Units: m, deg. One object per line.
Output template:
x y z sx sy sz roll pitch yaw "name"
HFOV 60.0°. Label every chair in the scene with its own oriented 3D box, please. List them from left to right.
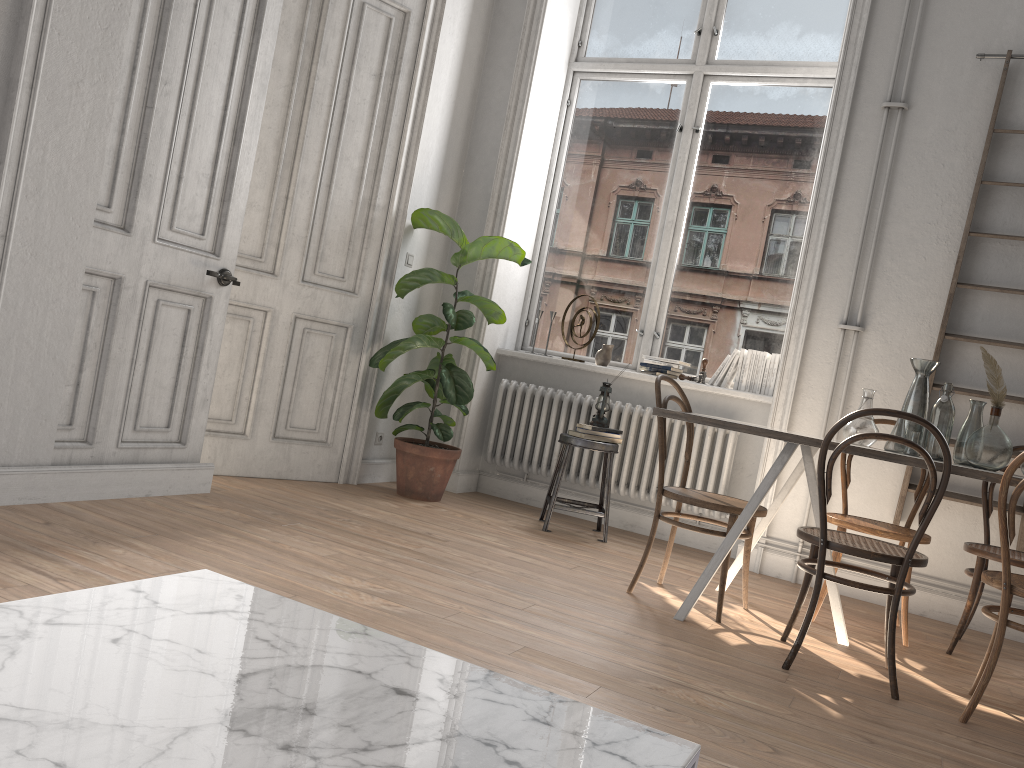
0.384 0.560 4.924 0.364 0.523 0.360 11 1 -1 "chair"
0.800 0.457 3.730 0.549 0.921 0.438 12 2 34 "chair"
1.215 0.546 3.077 0.437 0.921 0.549 11 1 21 "chair"
1.619 0.609 3.924 0.437 0.921 0.549 11 1 23 "chair"
2.160 0.714 3.752 0.437 0.921 0.549 12 1 32 "chair"
1.719 0.645 2.795 0.437 0.921 0.549 12 2 36 "chair"

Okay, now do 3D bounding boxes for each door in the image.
-1.454 -0.934 3.564 0.216 2.815 1.097 11 1 27 "door"
-1.111 -0.887 4.686 1.097 2.815 0.216 10 2 -40 "door"

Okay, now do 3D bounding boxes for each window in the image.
1.100 -1.502 5.565 1.621 2.843 0.013 11 1 25 "window"

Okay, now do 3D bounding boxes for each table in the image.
-0.352 0.548 0.925 0.848 0.392 0.849 11 1 25 "table"
1.662 0.696 3.337 2.199 0.780 1.101 11 1 25 "table"

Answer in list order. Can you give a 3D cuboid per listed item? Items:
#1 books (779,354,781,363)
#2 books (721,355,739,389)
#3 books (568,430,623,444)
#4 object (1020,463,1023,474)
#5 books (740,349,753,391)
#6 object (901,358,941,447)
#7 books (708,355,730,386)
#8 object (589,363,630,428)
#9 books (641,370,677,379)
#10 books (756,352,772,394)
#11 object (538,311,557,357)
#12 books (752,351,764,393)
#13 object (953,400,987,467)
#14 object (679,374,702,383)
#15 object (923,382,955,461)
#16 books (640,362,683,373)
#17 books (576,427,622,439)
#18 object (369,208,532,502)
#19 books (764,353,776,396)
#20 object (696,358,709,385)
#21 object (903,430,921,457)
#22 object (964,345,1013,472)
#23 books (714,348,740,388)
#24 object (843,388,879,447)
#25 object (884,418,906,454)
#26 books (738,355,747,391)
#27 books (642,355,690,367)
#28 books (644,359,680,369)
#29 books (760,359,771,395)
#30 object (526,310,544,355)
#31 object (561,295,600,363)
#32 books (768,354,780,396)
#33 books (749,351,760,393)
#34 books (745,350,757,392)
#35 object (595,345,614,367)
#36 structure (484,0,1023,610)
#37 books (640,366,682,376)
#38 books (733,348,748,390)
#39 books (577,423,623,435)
1.546 -0.040 5.080 0.040 0.244 0.174 11 1 25 "books"
1.293 -0.070 5.202 0.072 0.203 0.155 11 1 25 "books"
0.464 0.295 4.940 0.246 0.034 0.193 10 1 -24 "books"
1.953 0.212 3.270 0.106 0.283 0.107 11 1 20 "object"
1.377 -0.073 5.151 0.024 0.243 0.175 11 1 25 "books"
1.625 0.094 3.566 0.115 0.383 0.116 12 2 36 "object"
1.237 -0.078 5.232 0.105 0.194 0.155 11 1 24 "books"
0.546 0.054 4.954 0.163 0.383 0.154 11 1 -1 "object"
0.891 -0.056 5.376 0.147 0.023 0.221 10 1 -16 "books"
1.456 -0.058 5.123 0.019 0.244 0.174 11 1 25 "books"
0.238 -0.319 5.659 0.095 0.289 0.095 10 2 -42 "object"
1.446 -0.060 5.152 0.024 0.243 0.175 11 1 25 "books"
1.784 0.191 3.441 0.098 0.255 0.100 11 1 2 "object"
1.063 -0.036 5.296 0.153 0.048 0.088 10 1 -25 "object"
1.657 0.144 3.423 0.086 0.301 0.086 11 1 11 "object"
0.905 -0.098 5.367 0.221 0.023 0.147 11 1 41 "books"
0.480 0.272 4.937 0.232 0.029 0.162 11 1 -4 "books"
1.778 0.170 3.790 5.823 1.842 0.792 11 1 30 "object"
1.505 -0.048 5.124 0.024 0.243 0.175 11 1 25 "books"
1.125 -0.075 5.208 0.048 0.153 0.088 11 1 -5 "object"
1.527 0.226 3.373 0.058 0.094 0.058 10 2 -37 "object"
1.785 0.097 3.269 0.156 0.446 0.157 12 2 43 "object"
1.273 -0.090 5.211 0.100 0.235 0.174 11 1 25 "books"
1.358 0.129 3.422 0.132 0.219 0.132 11 1 15 "object"
1.519 0.190 3.484 0.083 0.158 0.083 11 1 21 "object"
1.359 -0.058 5.170 0.020 0.205 0.155 11 1 25 "books"
0.936 -0.139 5.364 0.243 0.019 0.174 11 1 35 "books"
0.906 -0.119 5.355 0.205 0.020 0.155 11 1 15 "books"
1.473 -0.035 5.115 0.020 0.205 0.155 11 1 25 "books"
0.158 -0.336 5.761 0.095 0.289 0.095 10 2 -33 "object"
0.428 -0.351 5.595 0.087 0.425 0.347 10 1 -32 "object"
1.519 -0.045 5.095 0.024 0.243 0.175 11 1 25 "books"
1.425 -0.064 5.157 0.019 0.244 0.174 11 1 25 "books"
1.401 -0.069 5.150 0.019 0.244 0.174 11 1 25 "books"
0.571 -0.180 5.513 0.100 0.142 0.102 11 1 0 "object"
2.480 -1.045 4.439 5.178 4.475 0.340 11 1 25 "structure"
0.900 -0.077 5.370 0.155 0.022 0.205 10 1 -45 "books"
1.348 -0.079 5.200 0.024 0.243 0.175 11 1 25 "books"
0.487 0.250 4.937 0.221 0.027 0.147 10 1 -33 "books"
